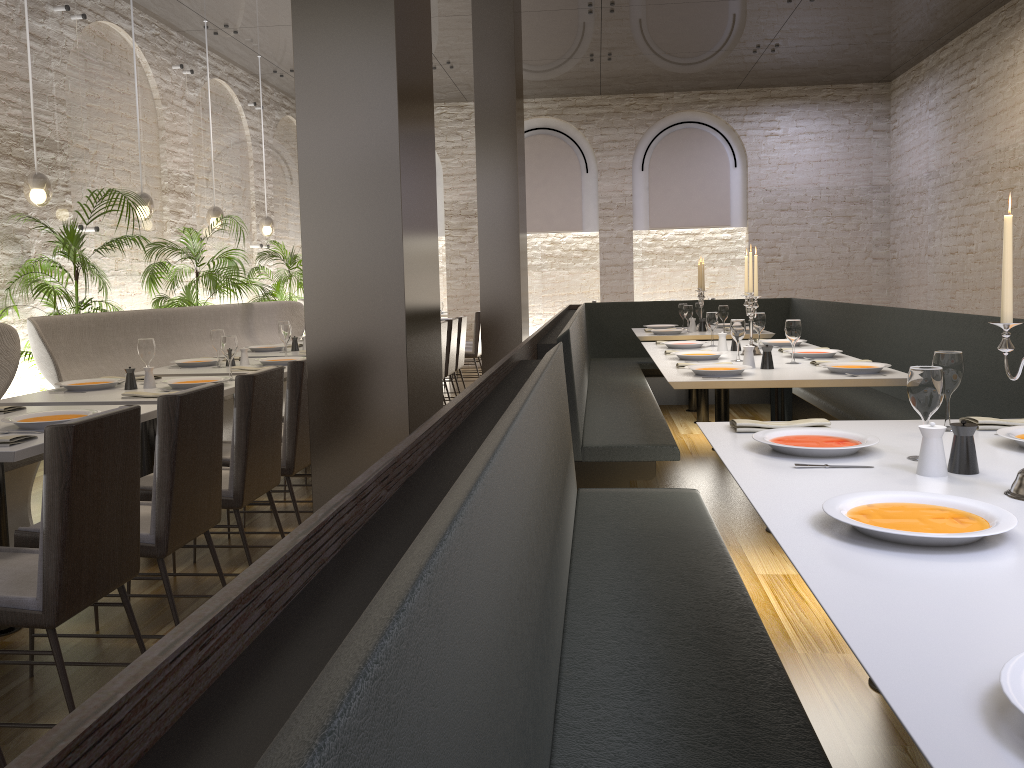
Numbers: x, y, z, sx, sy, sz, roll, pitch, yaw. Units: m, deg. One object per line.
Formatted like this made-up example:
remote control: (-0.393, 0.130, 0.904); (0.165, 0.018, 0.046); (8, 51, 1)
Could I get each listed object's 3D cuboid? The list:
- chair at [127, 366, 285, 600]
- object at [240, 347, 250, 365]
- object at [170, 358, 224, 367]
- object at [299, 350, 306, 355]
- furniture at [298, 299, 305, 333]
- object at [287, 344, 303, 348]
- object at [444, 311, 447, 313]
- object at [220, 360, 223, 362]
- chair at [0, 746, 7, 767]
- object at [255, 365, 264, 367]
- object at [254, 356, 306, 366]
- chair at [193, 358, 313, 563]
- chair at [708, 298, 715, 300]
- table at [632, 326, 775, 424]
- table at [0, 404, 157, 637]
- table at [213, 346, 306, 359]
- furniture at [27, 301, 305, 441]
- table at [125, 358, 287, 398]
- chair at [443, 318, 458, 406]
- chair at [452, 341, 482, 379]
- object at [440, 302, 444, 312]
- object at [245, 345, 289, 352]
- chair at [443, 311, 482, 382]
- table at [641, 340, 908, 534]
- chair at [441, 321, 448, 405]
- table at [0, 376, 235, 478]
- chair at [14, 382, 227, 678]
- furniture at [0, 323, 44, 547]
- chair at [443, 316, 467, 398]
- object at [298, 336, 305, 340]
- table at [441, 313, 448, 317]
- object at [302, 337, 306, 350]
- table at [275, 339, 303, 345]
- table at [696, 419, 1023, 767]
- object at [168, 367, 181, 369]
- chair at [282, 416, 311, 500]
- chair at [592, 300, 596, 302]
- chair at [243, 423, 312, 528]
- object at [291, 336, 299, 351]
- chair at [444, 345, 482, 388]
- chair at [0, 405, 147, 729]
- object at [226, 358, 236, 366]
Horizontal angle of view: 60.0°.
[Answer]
chair: (-1.221, 0.397, 3.570); (0.565, 0.903, 0.413); (-1, 5, 6)
object: (-1.646, -0.171, 5.448); (0.059, 0.109, 0.059); (-2, 5, -3)
object: (-1.955, -0.130, 5.504); (0.322, 0.036, 0.322); (-3, 7, -12)
object: (-1.345, -0.224, 6.246); (0.273, 0.033, 0.143); (-1, 6, 6)
furniture: (-1.922, -0.511, 10.786); (0.707, 1.093, 2.594); (-1, 6, 6)
object: (-1.792, -0.299, 6.995); (0.273, 0.033, 0.143); (-1, 6, 6)
object: (-1.145, -1.161, 14.350); (0.273, 0.033, 0.143); (-1, 6, 6)
object: (-1.942, -0.143, 5.681); (0.181, 0.015, 0.038); (-1, 6, 7)
chair: (-1.393, 0.604, 1.807); (0.565, 0.903, 0.413); (-1, 5, 6)
object: (-1.443, -0.109, 5.268); (0.181, 0.015, 0.038); (-1, 6, 7)
object: (-1.421, -0.138, 5.449); (0.322, 0.036, 0.322); (-3, 7, -12)
chair: (-1.167, 0.331, 4.133); (0.565, 0.903, 0.413); (-1, 5, 6)
chair: (2.833, -0.867, 13.634); (0.565, 0.903, 0.413); (-1, 5, 6)
table: (1.630, -0.088, 7.766); (1.100, 0.757, 1.192); (-1, 6, 6)
table: (-1.896, 0.527, 3.227); (0.936, 0.757, 1.014); (-1, 6, 6)
table: (-1.562, 0.123, 6.660); (0.936, 0.757, 1.014); (-1, 6, 6)
furniture: (-2.277, -0.082, 7.137); (0.709, 1.093, 4.492); (-1, 6, 6)
table: (-1.674, 0.259, 5.507); (0.936, 0.757, 1.014); (-1, 6, 6)
chair: (-0.777, -0.140, 8.137); (0.565, 0.903, 0.413); (-1, 5, 6)
chair: (-0.477, -0.502, 11.219); (0.565, 0.903, 0.413); (-1, 5, 6)
object: (-0.918, -0.930, 11.358); (0.086, 0.230, 0.086); (2, 6, 35)
object: (-1.843, -0.265, 6.657); (0.322, 0.036, 0.322); (-3, 7, -16)
chair: (-0.587, -0.369, 10.089); (0.565, 0.903, 0.413); (-1, 5, 6)
table: (1.383, 0.210, 5.229); (1.100, 0.757, 2.548); (-1, 6, 6)
chair: (-0.834, -0.071, 7.552); (0.565, 0.903, 0.413); (-1, 5, 6)
table: (-1.787, 0.395, 4.352); (0.936, 0.757, 1.014); (-1, 6, 6)
chair: (-1.279, 0.466, 2.980); (0.565, 0.903, 0.413); (-1, 5, 6)
furniture: (-2.725, 0.460, 2.532); (0.709, 1.093, 4.492); (-1, 6, 6)
chair: (-0.723, -0.205, 8.690); (0.565, 0.903, 0.413); (-1, 5, 6)
object: (-1.730, -0.402, 7.819); (0.322, 0.036, 0.322); (-3, 7, -16)
table: (-0.915, -0.739, 14.015); (0.936, 0.757, 1.014); (-1, 6, 6)
object: (-1.533, -0.307, 6.601); (0.059, 0.109, 0.059); (-2, 5, -3)
table: (-1.449, -0.013, 7.822); (0.936, 0.757, 1.014); (-1, 6, 6)
table: (1.028, 0.640, 1.571); (1.100, 0.757, 2.548); (-1, 6, 6)
object: (-1.977, -0.098, 5.323); (0.185, 0.010, 0.017); (-1, 6, 6)
chair: (-1.055, 0.196, 5.283); (0.565, 0.903, 0.413); (-1, 5, 6)
chair: (1.528, -0.847, 13.763); (0.565, 0.903, 0.413); (-1, 5, 6)
chair: (-1.112, 0.265, 4.694); (0.565, 0.903, 0.413); (-1, 5, 6)
object: (-1.608, -0.300, 6.563); (0.059, 0.109, 0.059); (-2, 5, -3)
chair: (-0.533, -0.435, 10.646); (0.565, 0.903, 0.413); (-1, 5, 6)
chair: (-1.333, 0.532, 2.419); (0.565, 0.903, 0.413); (-1, 5, 6)
object: (-1.720, -0.165, 5.410); (0.059, 0.109, 0.059); (-2, 5, -3)
